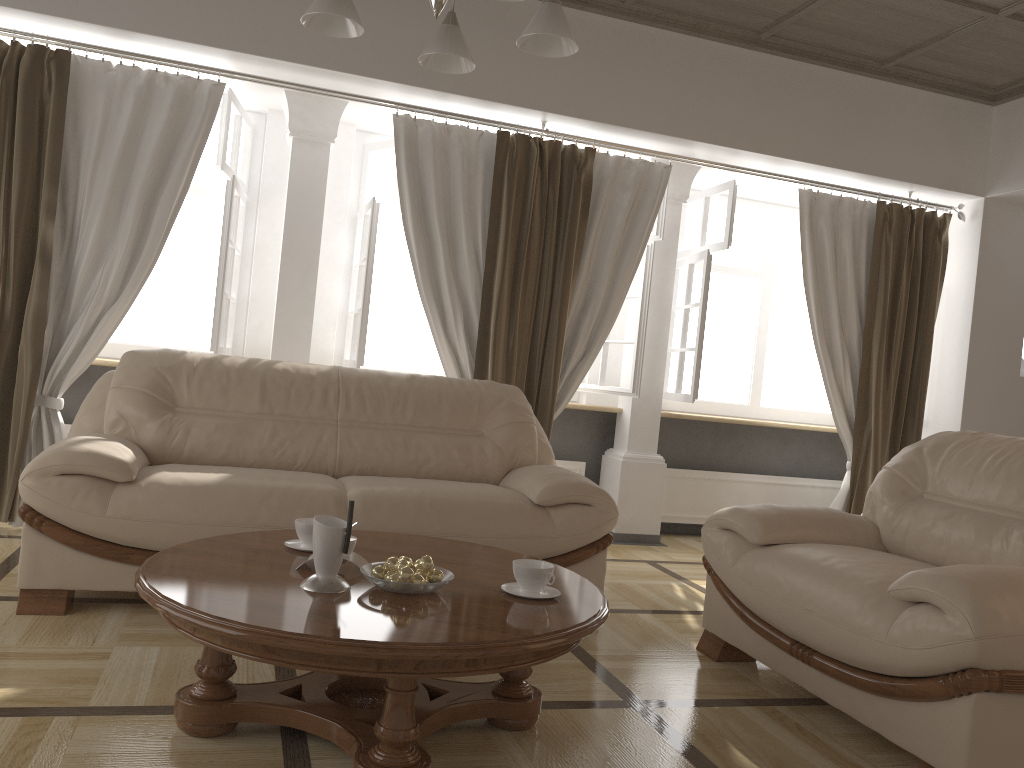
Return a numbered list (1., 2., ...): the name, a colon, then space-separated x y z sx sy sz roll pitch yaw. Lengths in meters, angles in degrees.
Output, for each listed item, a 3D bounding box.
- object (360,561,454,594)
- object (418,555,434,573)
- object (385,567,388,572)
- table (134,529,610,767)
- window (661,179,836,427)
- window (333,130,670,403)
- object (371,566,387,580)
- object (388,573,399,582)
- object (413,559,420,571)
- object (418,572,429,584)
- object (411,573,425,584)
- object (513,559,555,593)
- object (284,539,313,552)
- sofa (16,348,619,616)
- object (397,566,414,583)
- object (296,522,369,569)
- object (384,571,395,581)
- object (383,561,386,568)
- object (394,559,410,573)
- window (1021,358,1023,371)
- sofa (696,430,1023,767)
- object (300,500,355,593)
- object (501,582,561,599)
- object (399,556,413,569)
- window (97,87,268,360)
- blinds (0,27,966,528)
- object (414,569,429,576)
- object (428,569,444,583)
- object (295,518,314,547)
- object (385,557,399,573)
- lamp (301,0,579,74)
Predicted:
1. object: -0.255 0.474 2.145 0.227 0.039 0.227 6 0 8
2. object: -0.210 0.440 2.163 0.038 0.044 0.038 6 0 -11
3. object: -0.300 0.465 2.165 0.038 0.040 0.040 6 1 33
4. table: -0.353 0.680 2.275 1.169 0.392 1.167 6 0 -21
5. window: 1.808 -0.492 5.836 1.653 1.500 0.782 6 0 -17
6. window: -0.089 -0.678 5.267 1.759 1.500 0.784 6 0 -18
7. object: -0.320 0.457 2.133 0.037 0.040 0.041 6 0 -4
8. object: -0.269 0.463 2.078 0.041 0.039 0.039 5 1 -40
9. object: -0.228 0.457 2.220 0.039 0.039 0.041 6 1 32
10. object: -0.222 0.474 2.144 0.039 0.039 0.040 6 1 -27
11. object: -0.224 0.465 2.079 0.041 0.041 0.038 5 1 -32
12. object: 0.050 0.484 2.208 0.105 0.071 0.114 6 0 -2
13. object: -0.562 0.455 2.485 0.150 0.010 0.150 5 1 -31
14. sofa: -0.725 0.376 3.628 2.135 0.900 1.051 6 0 -17
15. object: -0.246 0.444 2.055 0.038 0.042 0.038 6 0 -9
16. object: -0.447 0.406 2.268 0.178 0.133 0.104 6 0 -2
17. object: -0.286 0.467 2.112 0.038 0.040 0.039 6 1 -26
18. object: -0.299 0.454 2.203 0.041 0.038 0.039 6 1 27
19. object: -0.260 0.436 2.104 0.037 0.041 0.040 6 0 6
20. window: 3.517 -0.457 5.875 0.600 0.784 0.050 6 0 -17
21. sofa: 1.362 0.593 2.806 1.052 0.900 1.318 6 0 -17
22. object: -0.428 0.371 2.081 0.119 0.210 0.119 5 1 -39
23. object: 0.046 0.518 2.213 0.150 0.010 0.150 6 1 -27
24. object: -0.267 0.452 2.225 0.038 0.040 0.040 5 1 -38
25. window: -2.164 -0.882 4.619 1.600 1.500 0.781 6 0 -17
26. blinds: -0.042 -0.270 4.684 5.765 2.294 0.285 6 0 -17
27. object: -0.224 0.473 2.185 0.040 0.038 0.039 6 0 8
28. object: -0.186 0.471 2.165 0.039 0.039 0.040 6 0 -6
29. object: -0.556 0.421 2.489 0.105 0.071 0.114 6 1 33
30. object: -0.286 0.437 2.141 0.040 0.039 0.038 5 1 -32
31. lamp: -0.112 -1.465 2.266 0.713 1.094 0.741 6 0 -17
